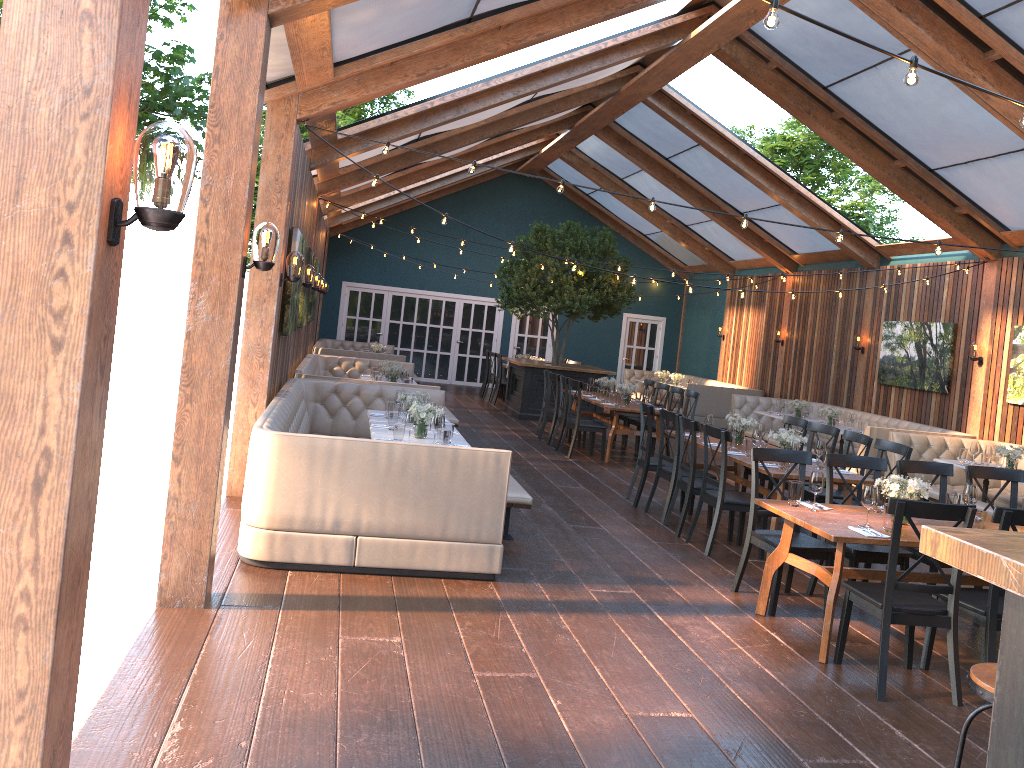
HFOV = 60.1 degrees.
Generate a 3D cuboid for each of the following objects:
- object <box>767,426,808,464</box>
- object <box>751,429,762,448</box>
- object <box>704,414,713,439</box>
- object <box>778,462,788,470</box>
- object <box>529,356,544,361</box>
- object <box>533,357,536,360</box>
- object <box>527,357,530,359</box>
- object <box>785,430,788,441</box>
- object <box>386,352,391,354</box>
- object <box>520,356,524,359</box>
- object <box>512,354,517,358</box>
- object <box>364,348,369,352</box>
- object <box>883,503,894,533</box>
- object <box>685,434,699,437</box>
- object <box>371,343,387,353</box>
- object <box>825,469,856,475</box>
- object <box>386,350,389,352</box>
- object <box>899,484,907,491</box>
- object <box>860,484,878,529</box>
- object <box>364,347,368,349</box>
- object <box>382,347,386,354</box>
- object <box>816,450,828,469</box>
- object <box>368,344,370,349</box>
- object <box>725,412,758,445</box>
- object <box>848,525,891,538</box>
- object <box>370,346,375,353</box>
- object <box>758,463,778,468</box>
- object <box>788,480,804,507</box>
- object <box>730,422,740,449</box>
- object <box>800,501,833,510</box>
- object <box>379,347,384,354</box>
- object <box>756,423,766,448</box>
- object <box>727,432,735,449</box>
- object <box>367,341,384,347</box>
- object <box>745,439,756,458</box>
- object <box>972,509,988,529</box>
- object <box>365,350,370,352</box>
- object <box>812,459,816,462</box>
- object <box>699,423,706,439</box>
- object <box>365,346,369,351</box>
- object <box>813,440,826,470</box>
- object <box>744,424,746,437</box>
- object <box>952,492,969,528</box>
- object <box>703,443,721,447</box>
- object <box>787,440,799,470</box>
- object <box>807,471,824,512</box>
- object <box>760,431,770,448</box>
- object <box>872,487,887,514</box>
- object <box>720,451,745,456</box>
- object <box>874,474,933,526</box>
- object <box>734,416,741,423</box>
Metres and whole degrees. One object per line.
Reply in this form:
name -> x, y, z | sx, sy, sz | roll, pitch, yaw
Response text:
object -> 2.417, 0.538, 7.758 | 0.328, 0.309, 0.337 | 4, 3, -44
object -> 2.190, 0.533, 7.938 | 0.092, 0.244, 0.092 | 7, 1, 31
object -> 2.009, 0.434, 9.053 | 0.092, 0.244, 0.092 | 7, 1, 37
object -> 2.238, 0.628, 7.291 | 0.092, 0.158, 0.092 | 6, 1, 16
object -> 0.506, -0.424, 18.297 | 0.329, 0.309, 0.336 | 6, 2, 4
object -> 0.474, -0.452, 19.098 | 0.092, 0.244, 0.092 | 7, 1, 31
object -> 0.361, -0.507, 19.690 | 0.092, 0.244, 0.092 | 7, 1, 31
object -> 2.545, 0.555, 8.161 | 0.092, 0.244, 0.092 | 7, 1, 31
object -> -2.462, -0.558, 17.566 | 0.091, 0.158, 0.092 | 6, 1, -24
object -> 0.204, -0.469, 18.921 | 0.092, 0.244, 0.092 | 7, 1, 31
object -> 0.050, -0.525, 19.475 | 0.092, 0.244, 0.092 | 7, 1, 31
object -> -2.964, -0.640, 17.955 | 0.091, 0.158, 0.092 | 6, 1, -24
object -> 2.195, 0.779, 5.122 | 0.092, 0.158, 0.092 | 6, 1, 16
object -> 1.847, 0.525, 9.113 | 0.255, 0.019, 0.158 | 5, 4, -10
object -> -2.702, -0.678, 17.823 | 0.337, 0.309, 0.328 | 8, 3, 31
object -> 2.771, 0.740, 7.509 | 0.255, 0.019, 0.158 | 5, 4, -10
object -> -2.603, -0.626, 18.309 | 0.091, 0.158, 0.092 | 6, 1, -24
object -> 2.477, 0.728, 5.647 | 0.092, 0.244, 0.092 | 7, 1, 31
object -> 2.098, 0.719, 5.201 | 0.092, 0.244, 0.092 | 7, 1, 31
object -> -3.098, -0.709, 18.720 | 0.091, 0.158, 0.092 | 6, 1, -24
object -> -2.540, -0.604, 17.484 | 0.092, 0.244, 0.092 | 7, 1, 37
object -> 2.681, 0.649, 7.665 | 0.092, 0.158, 0.092 | 6, 1, 16
object -> -3.011, -0.750, 18.824 | 0.092, 0.244, 0.092 | 7, 1, 31
object -> 2.273, 0.447, 8.800 | 0.330, 0.309, 0.336 | 7, 3, 24
object -> 2.025, 0.836, 5.046 | 0.157, 0.019, 0.256 | 5, 4, -11
object -> -2.728, -0.609, 17.279 | 0.092, 0.244, 0.092 | 7, 1, 37
object -> 2.165, 0.680, 7.433 | 0.255, 0.019, 0.158 | 5, 4, -10
object -> 1.801, 0.700, 5.632 | 0.092, 0.158, 0.092 | 6, 1, 16
object -> 2.131, 0.491, 8.460 | 0.092, 0.244, 0.092 | 7, 1, 31
object -> 1.958, 0.783, 5.690 | 0.157, 0.019, 0.256 | 5, 4, -11
object -> -2.554, -0.587, 17.239 | 0.092, 0.244, 0.092 | 7, 1, 37
object -> 2.433, 0.507, 8.664 | 0.092, 0.244, 0.092 | 7, 1, 31
object -> 2.053, 0.532, 8.380 | 0.092, 0.158, 0.092 | 6, 1, 16
object -> -2.869, -0.754, 18.638 | 0.330, 0.309, 0.335 | 8, 3, 44
object -> 2.112, 0.574, 7.858 | 0.092, 0.158, 0.092 | 6, 1, 16
object -> 2.764, 0.831, 5.251 | 0.092, 0.158, 0.092 | 6, 1, 16
object -> -2.818, -0.568, 17.174 | 0.091, 0.158, 0.092 | 6, 1, -24
object -> 2.698, 0.690, 8.098 | 0.255, 0.019, 0.158 | 5, 4, -10
object -> 1.933, 0.476, 8.956 | 0.092, 0.158, 0.091 | 7, 1, 36
object -> -3.133, -0.742, 19.124 | 0.091, 0.158, 0.092 | 6, 1, -24
object -> 2.630, 0.607, 7.571 | 0.092, 0.244, 0.092 | 7, 1, 31
object -> 2.425, 0.500, 9.348 | 0.092, 0.158, 0.091 | 7, 1, 26
object -> 2.688, 0.775, 5.311 | 0.092, 0.244, 0.092 | 7, 1, 31
object -> 1.968, 0.582, 8.528 | 0.255, 0.019, 0.158 | 5, 4, -10
object -> 2.339, 0.590, 7.372 | 0.092, 0.244, 0.092 | 7, 1, 31
object -> 1.902, 0.674, 5.539 | 0.092, 0.244, 0.092 | 7, 1, 31
object -> 2.501, 0.551, 8.762 | 0.092, 0.158, 0.092 | 6, 1, 16
object -> 2.375, 0.754, 5.731 | 0.092, 0.158, 0.092 | 6, 1, 16
object -> 2.027, 0.624, 8.005 | 0.255, 0.019, 0.158 | 5, 4, -10
object -> 2.404, 0.702, 5.451 | 0.337, 0.309, 0.329 | 7, 2, 22
object -> 2.346, 0.456, 9.247 | 0.092, 0.244, 0.092 | 7, 1, 37
